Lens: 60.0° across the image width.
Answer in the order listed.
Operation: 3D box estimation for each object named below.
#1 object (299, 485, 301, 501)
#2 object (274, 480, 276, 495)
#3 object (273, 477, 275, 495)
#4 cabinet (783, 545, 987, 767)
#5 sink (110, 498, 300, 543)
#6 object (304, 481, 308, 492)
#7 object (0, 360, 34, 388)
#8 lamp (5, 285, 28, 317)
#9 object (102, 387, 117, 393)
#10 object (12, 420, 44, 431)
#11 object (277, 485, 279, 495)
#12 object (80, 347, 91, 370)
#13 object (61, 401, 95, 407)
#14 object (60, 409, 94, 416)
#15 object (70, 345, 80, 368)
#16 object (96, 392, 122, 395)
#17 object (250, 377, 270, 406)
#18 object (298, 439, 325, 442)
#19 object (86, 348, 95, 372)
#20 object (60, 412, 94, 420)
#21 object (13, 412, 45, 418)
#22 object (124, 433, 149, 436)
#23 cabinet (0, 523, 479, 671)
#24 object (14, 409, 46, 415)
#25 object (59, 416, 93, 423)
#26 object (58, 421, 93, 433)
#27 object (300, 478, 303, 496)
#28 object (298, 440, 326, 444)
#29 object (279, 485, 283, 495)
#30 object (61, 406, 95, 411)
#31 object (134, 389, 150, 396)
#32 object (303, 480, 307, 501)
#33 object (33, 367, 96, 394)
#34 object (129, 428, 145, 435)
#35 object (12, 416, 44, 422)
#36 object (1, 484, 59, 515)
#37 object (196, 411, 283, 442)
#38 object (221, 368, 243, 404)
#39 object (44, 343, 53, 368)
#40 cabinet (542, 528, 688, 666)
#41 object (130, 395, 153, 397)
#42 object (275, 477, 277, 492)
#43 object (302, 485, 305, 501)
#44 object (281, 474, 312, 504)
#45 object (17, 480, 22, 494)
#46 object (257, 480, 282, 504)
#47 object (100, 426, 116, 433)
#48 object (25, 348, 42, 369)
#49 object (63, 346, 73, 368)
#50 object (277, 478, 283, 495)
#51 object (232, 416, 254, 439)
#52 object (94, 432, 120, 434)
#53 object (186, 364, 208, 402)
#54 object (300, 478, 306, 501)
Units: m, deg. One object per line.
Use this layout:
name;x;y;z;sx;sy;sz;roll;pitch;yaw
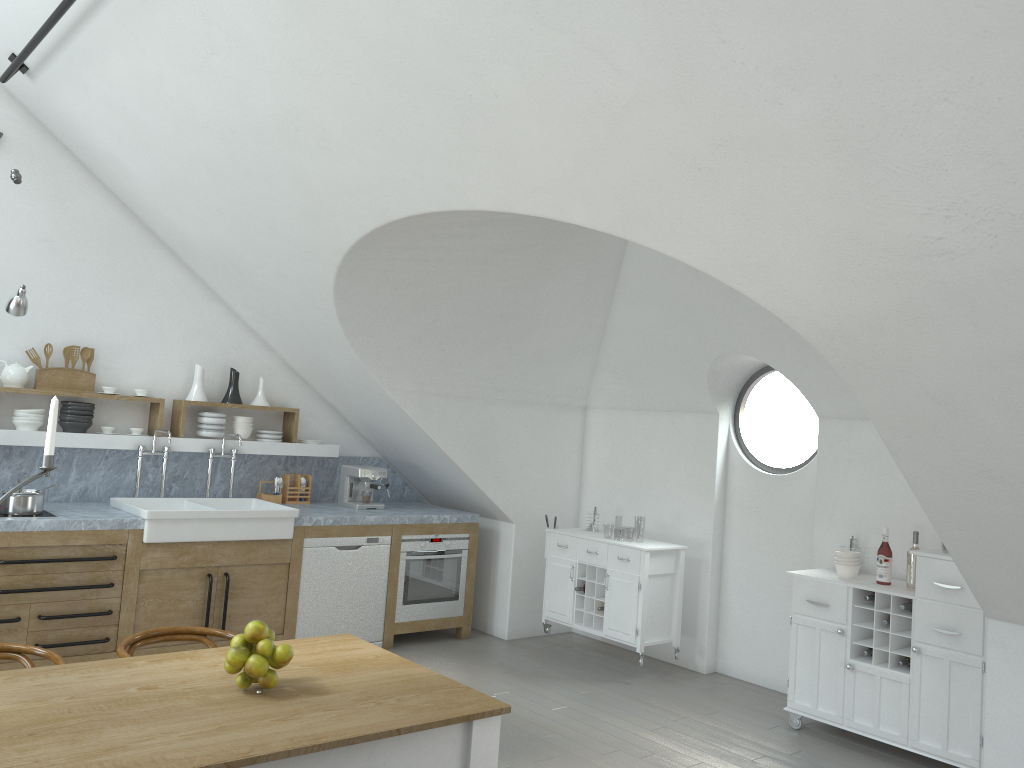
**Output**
object;-1.649;0.833;6.882;0.019;0.179;0.044;8;-6;-43
object;-1.789;0.814;6.693;0.019;0.179;0.044;3;-4;15
object;-1.797;0.805;6.712;0.019;0.196;0.022;1;-6;38
cabinet;2.230;1.505;5.085;0.608;1.156;1.242;8;-5;-40
sink;-2.045;0.897;5.896;1.019;0.202;0.727;6;-4;-40
object;-1.613;0.837;6.896;0.019;0.179;0.044;2;-5;27
object;-3.182;-0.061;5.659;0.174;0.169;0.167;2;-4;33
lamp;-2.781;-0.468;5.010;0.169;0.177;0.112;1;-5;42
object;-2.738;0.045;6.025;0.098;0.049;0.098;7;-4;-43
object;-3.106;0.266;5.681;0.181;0.064;0.181;5;-3;-18
object;-1.774;0.807;6.715;0.023;0.196;0.018;0;-6;45
object;-2.868;-0.099;5.928;0.067;0.298;0.039;8;-6;-40
object;-2.881;0.158;5.880;0.205;0.080;0.205;6;-4;-38
object;-2.883;0.211;5.870;0.206;0.072;0.205;2;-4;37
object;-2.914;-0.105;5.885;0.057;0.300;0.019;8;-6;-40
object;-2.739;0.069;6.024;0.163;0.012;0.163;5;-3;-23
object;-1.906;0.058;6.735;0.156;0.219;0.155;2;-5;31
object;-1.578;0.456;6.988;0.213;0.025;0.213;2;-3;37
object;-2.851;-0.096;5.965;0.057;0.295;0.030;8;-6;-40
object;-2.881;0.233;5.864;0.205;0.086;0.205;4;-3;2
object;-3.101;0.221;5.686;0.181;0.069;0.181;5;-3;-23
object;-2.601;0.354;6.136;0.163;0.012;0.163;5;-3;-23
cabinet;-3.032;1.324;5.244;6.416;1.024;1.003;6;-4;-40
object;-3.098;0.192;5.689;0.181;0.076;0.180;4;-3;-3
object;-2.889;0.260;5.865;0.205;0.086;0.205;4;-3;-3
object;-2.890;0.286;5.863;0.206;0.072;0.205;2;-4;37
object;-1.631;0.825;6.879;0.018;0.196;0.023;7;-5;-32
object;-1.579;0.465;6.987;0.213;0.025;0.213;2;-3;37
object;-1.758;0.818;6.714;0.044;0.179;0.019;1;-5;34
object;-2.881;0.186;5.877;0.205;0.084;0.205;5;-3;-13
object;-2.575;0.063;6.163;0.098;0.049;0.098;7;-4;-43
object;-1.609;0.827;6.877;0.022;0.196;0.019;8;-6;-39
object;-2.953;-0.030;5.864;0.353;0.158;0.084;7;-5;-40
object;-2.599;0.330;6.138;0.098;0.049;0.098;7;-4;-43
object;-3.104;0.244;5.682;0.181;0.065;0.181;4;-3;-3
object;-2.829;0.694;5.268;0.232;0.171;0.393;2;-4;30
object;-2.017;0.325;6.603;0.655;0.196;0.198;7;-4;-41
object;-2.068;0.014;6.585;0.156;0.269;0.156;7;-5;-36
object;-3.044;-0.120;5.801;0.055;0.300;0.027;8;-6;-40
cabinet;0.704;1.535;6.580;0.496;0.791;1.134;7;-5;-40
object;-2.577;0.087;6.161;0.163;0.012;0.163;5;-3;-23
object;-1.794;0.806;6.722;0.018;0.196;0.020;7;-5;-31
object;-1.614;0.826;6.868;0.018;0.196;0.020;6;-5;-18
object;-1.668;0.811;6.860;0.200;0.223;0.104;7;-5;-40
object;-2.909;0.661;5.244;0.236;0.167;0.051;1;-5;45
object;-1.832;0.817;6.707;0.172;0.172;0.100;7;-5;-38
object;-2.745;0.314;6.015;0.098;0.049;0.098;7;-4;-43
object;-3.071;-0.105;5.775;0.199;0.259;0.016;6;-5;-30
object;-2.953;-0.109;5.878;0.061;0.300;0.040;8;-6;-42
object;-1.761;0.804;6.702;0.040;0.193;0.042;4;-4;-4
object;-2.001;0.323;6.586;0.157;0.160;0.154;5;-4;-12
object;-2.747;0.337;6.013;0.163;0.012;0.163;5;-3;-23
object;-2.270;-0.009;6.419;0.156;0.269;0.156;1;-5;38
object;-1.618;0.822;6.852;0.040;0.193;0.042;3;-4;10
